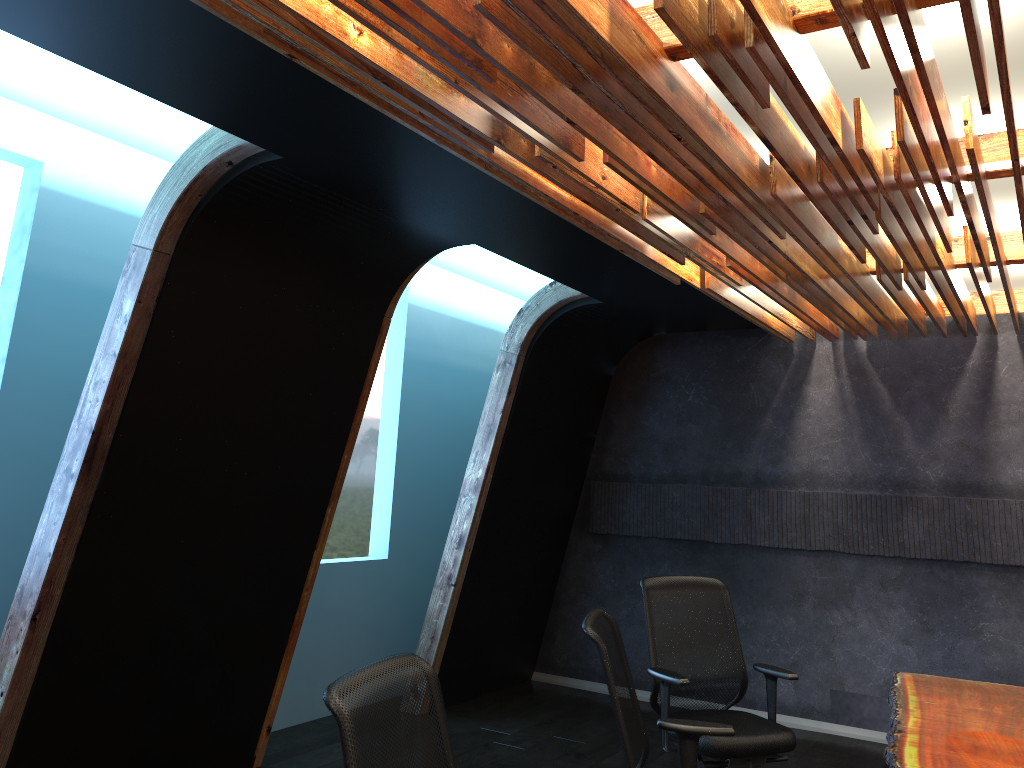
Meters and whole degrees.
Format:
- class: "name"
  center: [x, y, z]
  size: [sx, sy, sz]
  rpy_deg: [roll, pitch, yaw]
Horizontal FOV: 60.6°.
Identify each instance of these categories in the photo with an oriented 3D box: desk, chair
- class: "desk"
  center: [1.179, 1.517, 1.331]
  size: [2.027, 0.837, 6.535]
  rpy_deg: [-2, -8, 32]
- class: "chair"
  center: [0.643, 1.480, 3.055]
  size: [0.796, 1.270, 0.792]
  rpy_deg: [0, -12, 11]
- class: "chair"
  center: [-0.014, 1.320, 1.937]
  size: [0.796, 1.270, 0.793]
  rpy_deg: [-1, -13, 16]
- class: "chair"
  center: [1.063, 1.656, 4.413]
  size: [0.812, 1.270, 0.777]
  rpy_deg: [8, -13, -23]

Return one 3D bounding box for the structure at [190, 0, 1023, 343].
- class: "structure"
  center: [1.137, 0.225, 1.145]
  size: [4.507, 3.066, 11.258]
  rpy_deg: [-3, -9, 32]
